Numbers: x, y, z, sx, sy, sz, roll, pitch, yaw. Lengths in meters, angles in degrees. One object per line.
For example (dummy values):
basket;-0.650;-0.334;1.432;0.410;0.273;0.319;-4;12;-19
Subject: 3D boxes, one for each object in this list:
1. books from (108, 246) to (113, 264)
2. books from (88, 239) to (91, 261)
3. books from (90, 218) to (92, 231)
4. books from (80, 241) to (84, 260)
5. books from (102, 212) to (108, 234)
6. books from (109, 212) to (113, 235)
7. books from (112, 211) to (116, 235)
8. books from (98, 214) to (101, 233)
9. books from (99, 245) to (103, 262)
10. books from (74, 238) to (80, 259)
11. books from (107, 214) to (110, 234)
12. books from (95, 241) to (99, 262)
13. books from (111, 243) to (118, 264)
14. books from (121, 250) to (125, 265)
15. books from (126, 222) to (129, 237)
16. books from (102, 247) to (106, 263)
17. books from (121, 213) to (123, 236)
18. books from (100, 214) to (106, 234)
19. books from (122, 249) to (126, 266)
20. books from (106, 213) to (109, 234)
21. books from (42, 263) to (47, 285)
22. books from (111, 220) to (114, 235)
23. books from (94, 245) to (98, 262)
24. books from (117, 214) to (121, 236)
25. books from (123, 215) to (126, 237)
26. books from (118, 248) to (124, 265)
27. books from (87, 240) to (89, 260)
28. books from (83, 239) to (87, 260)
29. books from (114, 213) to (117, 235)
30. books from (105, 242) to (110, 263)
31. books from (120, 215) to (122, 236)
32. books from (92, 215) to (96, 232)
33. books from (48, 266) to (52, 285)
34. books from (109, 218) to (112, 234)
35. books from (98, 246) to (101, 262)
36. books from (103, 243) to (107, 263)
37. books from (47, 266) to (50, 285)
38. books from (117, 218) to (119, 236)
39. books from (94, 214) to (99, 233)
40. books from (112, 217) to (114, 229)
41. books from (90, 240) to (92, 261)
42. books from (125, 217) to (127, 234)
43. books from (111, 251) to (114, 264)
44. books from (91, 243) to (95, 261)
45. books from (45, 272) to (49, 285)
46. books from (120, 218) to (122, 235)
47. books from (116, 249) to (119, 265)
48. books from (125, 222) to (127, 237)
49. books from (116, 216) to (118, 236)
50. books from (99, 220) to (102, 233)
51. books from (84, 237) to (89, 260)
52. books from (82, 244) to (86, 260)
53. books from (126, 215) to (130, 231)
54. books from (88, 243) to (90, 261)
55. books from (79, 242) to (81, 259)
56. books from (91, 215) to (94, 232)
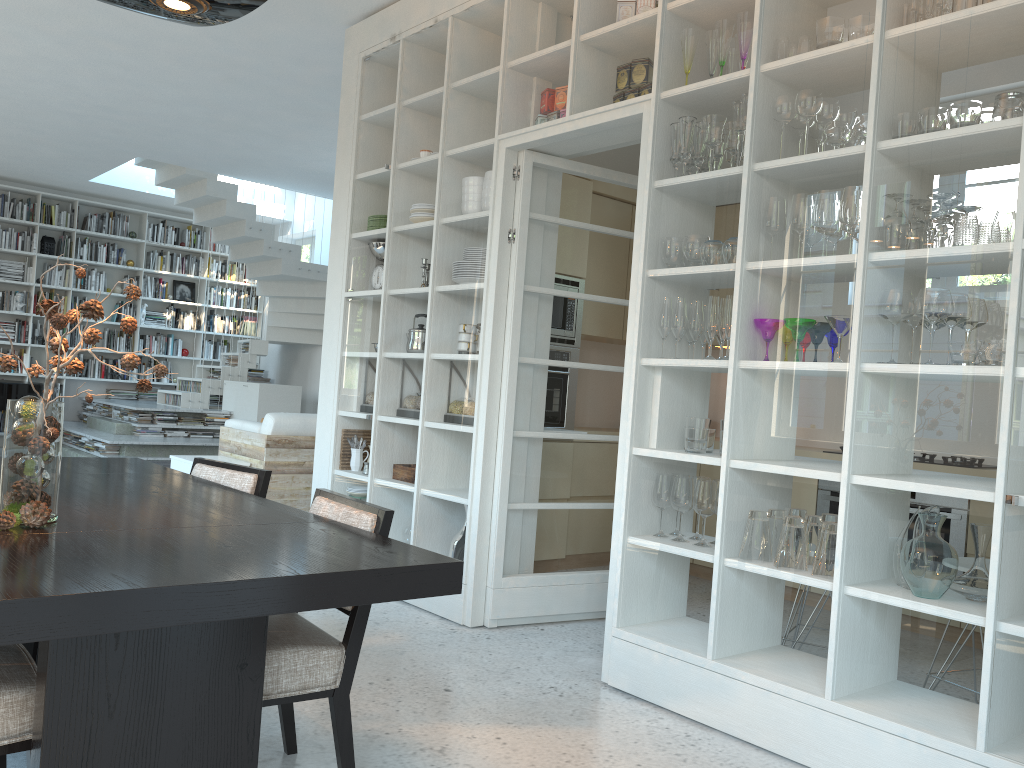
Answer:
books;-5.214;-1.656;11.459;0.030;0.238;0.185;4;0;-40
books;-5.407;-1.701;11.315;0.021;0.296;0.138;4;0;-40
books;-5.389;-2.012;11.301;0.009;0.183;0.160;4;0;-40
books;-5.476;-1.680;11.249;0.026;0.243;0.148;4;0;-40
books;-5.251;-2.055;11.418;0.024;0.292;0.167;4;0;-40
books;-5.198;-2.061;11.453;0.006;0.312;0.179;4;0;-40
books;-5.172;-2.067;11.473;0.007;0.329;0.183;4;0;-40
books;-5.315;-2.042;11.365;0.021;0.256;0.168;4;0;-40
books;-5.294;-1.662;11.397;0.023;0.237;0.149;4;0;-40
books;-5.501;-1.704;11.216;0.012;0.285;0.159;4;0;-40
books;-5.227;-2.049;11.447;0.007;0.285;0.159;4;0;-40
books;-5.334;-1.689;11.380;0.013;0.284;0.154;4;0;-40
books;-5.163;-1.676;11.490;0.029;0.285;0.183;4;0;-40
books;-5.102;-1.636;11.560;0.048;0.216;0.182;4;0;-40
books;-5.046;-1.996;11.579;0.014;0.209;0.188;4;0;-40
books;-5.269;-1.646;11.400;0.021;0.209;0.180;4;0;-40
books;-5.104;-2.057;11.565;0.008;0.321;0.133;4;0;-40
books;-5.257;-2.039;11.383;0.028;0.258;0.184;4;0;-40
books;-5.085;-1.641;11.597;0.026;0.229;0.140;4;0;-40
books;-5.243;-2.055;11.440;0.017;0.295;0.138;4;0;-40
books;-5.804;-1.360;11.004;0.018;0.285;0.159;4;0;-40
books;-5.183;-2.004;11.449;0.018;0.201;0.188;4;0;-40
books;-5.353;-1.660;11.370;0.028;0.223;0.142;4;0;-40
books;-5.116;-2.051;11.518;0.008;0.307;0.182;4;0;-40
books;-5.074;-2.043;11.555;0.013;0.297;0.188;4;0;-40
books;-5.113;-1.647;11.538;0.054;0.235;0.171;4;0;-40
books;-5.417;-1.688;11.288;0.010;0.268;0.166;4;0;-40
books;-5.440;-1.698;11.277;0.011;0.283;0.172;4;0;-40
books;-5.154;-2.051;11.467;0.015;0.299;0.183;4;0;-40
books;-5.240;-1.682;11.460;0.012;0.285;0.159;4;0;-40
books;-5.104;-2.046;11.544;0.019;0.299;0.137;4;0;-40
books;-5.357;-2.030;11.328;0.028;0.226;0.163;4;0;-40
books;-5.764;-1.339;11.031;0.028;0.250;0.164;4;0;-40
books;-5.207;-2.021;11.441;0.018;0.231;0.160;4;0;-40
books;-5.321;-1.654;11.391;0.025;0.216;0.144;4;0;-40
books;-5.256;-1.673;11.430;0.012;0.264;0.156;4;0;-40
books;-5.781;-1.337;11.024;0.024;0.242;0.159;4;0;-40
books;-5.136;-2.025;11.514;0.024;0.252;0.149;4;0;-40
books;-5.333;-2.043;11.347;0.030;0.255;0.161;4;0;-40
books;-5.181;-2.028;11.469;0.008;0.251;0.170;4;0;-40
books;-5.399;-1.691;11.331;0.012;0.276;0.133;4;0;-40
books;-5.063;-2.033;11.557;0.008;0.278;0.180;4;0;-40
books;-5.197;-1.627;11.481;0.027;0.181;0.176;4;0;-40
books;-5.370;-1.671;11.326;0.027;0.241;0.160;4;0;-40
books;-5.784;-1.308;10.996;0.028;0.185;0.181;4;0;-40
books;-5.114;-2.027;11.530;0.014;0.258;0.149;4;0;-40
books;-5.153;-1.639;11.520;0.030;0.213;0.156;4;0;-40
books;-5.064;-2.000;11.575;0.018;0.214;0.157;4;0;-40
books;-5.147;-2.038;11.505;0.008;0.275;0.163;4;0;-40
books;-5.308;-2.008;11.395;0.031;0.190;0.132;4;0;-40
books;-5.425;-1.708;11.280;0.014;0.307;0.152;4;0;-40
books;-5.446;-1.660;11.252;0.026;0.208;0.181;4;0;-40
books;-5.036;-2.044;11.586;0.006;0.306;0.163;4;0;-40
books;-5.416;-1.672;11.302;0.012;0.235;0.165;4;0;-40
books;-5.494;-1.680;11.241;0.012;0.239;0.138;4;0;-40
books;-5.371;-2.033;11.299;0.013;0.229;0.173;4;0;-40
